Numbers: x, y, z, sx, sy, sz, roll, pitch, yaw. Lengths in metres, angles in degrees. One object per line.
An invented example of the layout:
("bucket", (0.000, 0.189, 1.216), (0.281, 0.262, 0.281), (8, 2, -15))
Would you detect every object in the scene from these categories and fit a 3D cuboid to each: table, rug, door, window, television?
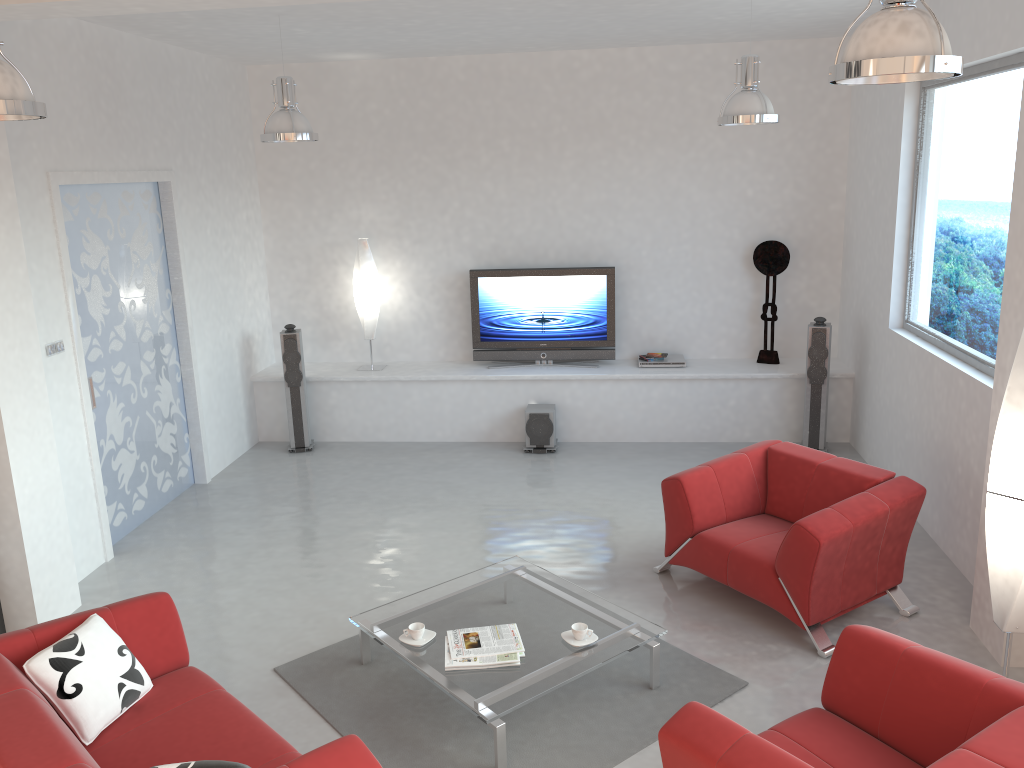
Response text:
("table", (-0.035, 1.323, 4.422), (1.097, 0.286, 1.162), (-12, 17, -37))
("rug", (-0.040, 1.466, 4.449), (1.700, 0.025, 1.700), (-12, 17, -37))
("door", (-2.788, -0.233, 6.443), (0.240, 2.550, 1.600), (0, 14, 6))
("window", (2.878, -1.020, 5.409), (0.100, 1.800, 2.400), (0, 14, 6))
("television", (0.292, -0.631, 8.374), (1.356, 0.919, 0.343), (0, 14, 6))

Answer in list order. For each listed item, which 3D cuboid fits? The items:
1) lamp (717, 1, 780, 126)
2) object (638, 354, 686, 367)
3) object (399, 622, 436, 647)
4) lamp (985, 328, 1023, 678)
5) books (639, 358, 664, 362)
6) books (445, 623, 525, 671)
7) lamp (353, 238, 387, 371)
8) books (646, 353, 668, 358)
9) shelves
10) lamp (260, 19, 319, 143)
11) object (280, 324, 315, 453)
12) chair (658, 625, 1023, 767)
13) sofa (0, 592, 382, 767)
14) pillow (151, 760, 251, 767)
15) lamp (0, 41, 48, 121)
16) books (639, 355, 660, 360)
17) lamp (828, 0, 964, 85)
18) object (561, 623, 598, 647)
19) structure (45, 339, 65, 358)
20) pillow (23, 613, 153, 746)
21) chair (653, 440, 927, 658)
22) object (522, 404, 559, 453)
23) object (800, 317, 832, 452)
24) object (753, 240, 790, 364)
("lamp", (1.485, -2.037, 5.529), (0.379, 0.800, 0.379), (-15, 19, -42))
("object", (1.406, -0.220, 8.349), (0.430, 0.045, 0.352), (0, 14, 6))
("object", (-0.454, 1.195, 4.255), (0.153, 0.069, 0.153), (7, 16, 32))
("lamp", (2.220, 0.622, 3.862), (0.313, 1.779, 0.313), (-2, 14, -1))
("books", (1.309, -0.241, 8.327), (0.190, 0.015, 0.135), (-9, 15, -27))
("books", (-0.129, 1.225, 4.156), (0.367, 0.035, 0.345), (-3, 14, -3))
("lamp", (-1.373, -0.758, 8.444), (0.263, 1.239, 0.263), (-2, 14, -1))
("books", (1.358, -0.270, 8.312), (0.190, 0.015, 0.135), (2, 14, 16))
("shelves", (0.300, -0.133, 8.375), (5.500, 0.050, 0.650), (0, 14, 6))
("lamp", (-1.505, -2.020, 5.868), (0.379, 0.800, 0.379), (-1, 14, 3))
("object", (-1.990, 0.028, 8.165), (0.255, 1.184, 0.273), (-4, 14, -8))
("chair", (1.219, 1.398, 3.009), (1.288, 0.738, 0.951), (-11, 16, -32))
("sofa", (-1.331, 1.425, 3.247), (0.951, 0.738, 1.929), (-14, 18, -42))
("pillow", (-1.008, 1.325, 2.860), (0.402, 0.343, 0.288), (-2, 14, -1))
("lamp", (-1.829, -1.308, 2.971), (0.379, 0.800, 0.379), (-2, 14, -1))
("books", (1.308, -0.257, 8.326), (0.190, 0.015, 0.135), (-5, 14, -13))
("lamp", (1.160, -1.326, 2.632), (0.379, 0.800, 0.379), (8, 17, 34))
("object", (0.320, 1.181, 4.204), (0.153, 0.069, 0.153), (-9, 15, -26))
("structure", (-2.794, -0.218, 5.427), (0.016, 0.080, 0.170), (0, 14, 6))
("pillow", (-1.694, 1.177, 3.569), (0.288, 0.343, 0.402), (1, 14, 14))
("chair", (1.588, 0.861, 5.176), (0.951, 0.738, 1.288), (-11, 16, -32))
("object", (0.259, 0.401, 8.033), (0.336, 0.374, 0.337), (0, 14, 6))
("object", (2.628, 0.002, 7.637), (0.255, 1.184, 0.273), (3, 15, 21))
("object", (2.363, -0.746, 8.115), (0.331, 1.130, 0.108), (6, 16, 30))
